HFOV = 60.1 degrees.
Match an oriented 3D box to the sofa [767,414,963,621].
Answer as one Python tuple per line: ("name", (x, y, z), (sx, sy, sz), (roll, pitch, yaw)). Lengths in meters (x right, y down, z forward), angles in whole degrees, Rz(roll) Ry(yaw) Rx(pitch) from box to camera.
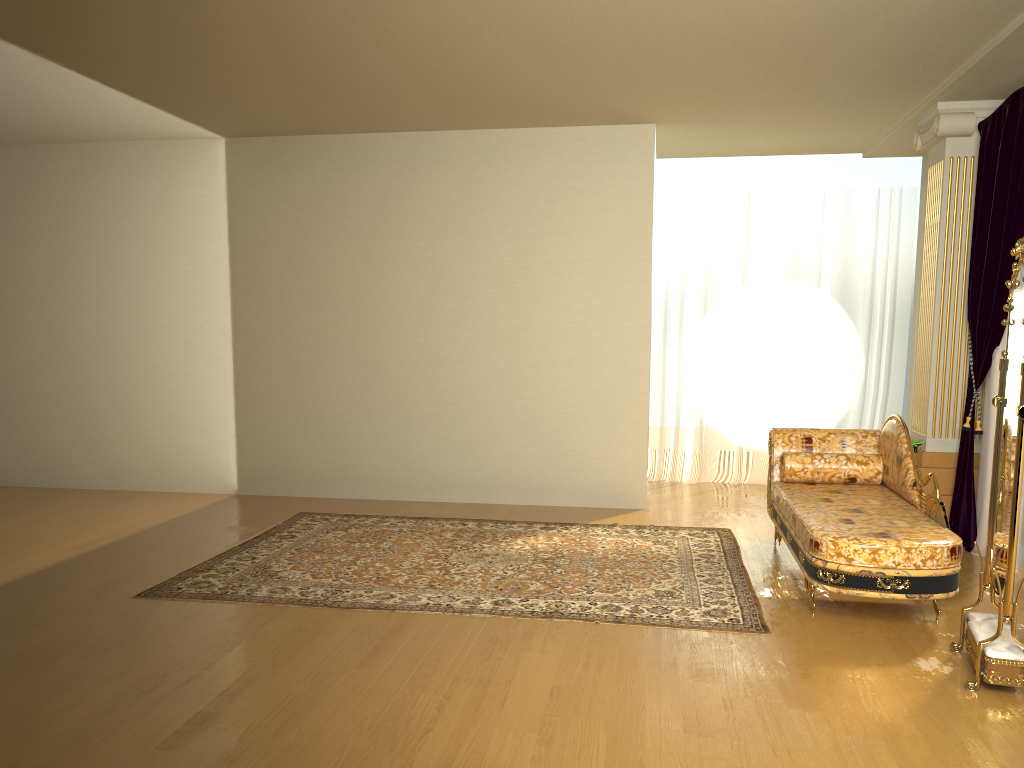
("sofa", (1.803, 0.623, 4.731), (0.693, 0.877, 1.881), (1, 4, 9))

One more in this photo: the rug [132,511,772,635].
("rug", (-0.200, 1.014, 5.184), (3.077, 0.017, 2.103), (1, 4, 9))

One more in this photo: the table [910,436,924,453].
("table", (2.394, 0.674, 5.865), (0.570, 0.648, 0.568), (-4, 7, -35))

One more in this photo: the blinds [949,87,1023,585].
("blinds", (2.770, -0.253, 4.527), (0.339, 2.674, 2.219), (2, 6, 10))

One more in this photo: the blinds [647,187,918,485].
("blinds", (2.230, -0.367, 7.518), (2.165, 2.527, 0.162), (1, 8, 11))

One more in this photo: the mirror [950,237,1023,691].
("mirror", (1.892, 0.290, 3.375), (0.243, 1.714, 0.537), (3, 8, 19))
